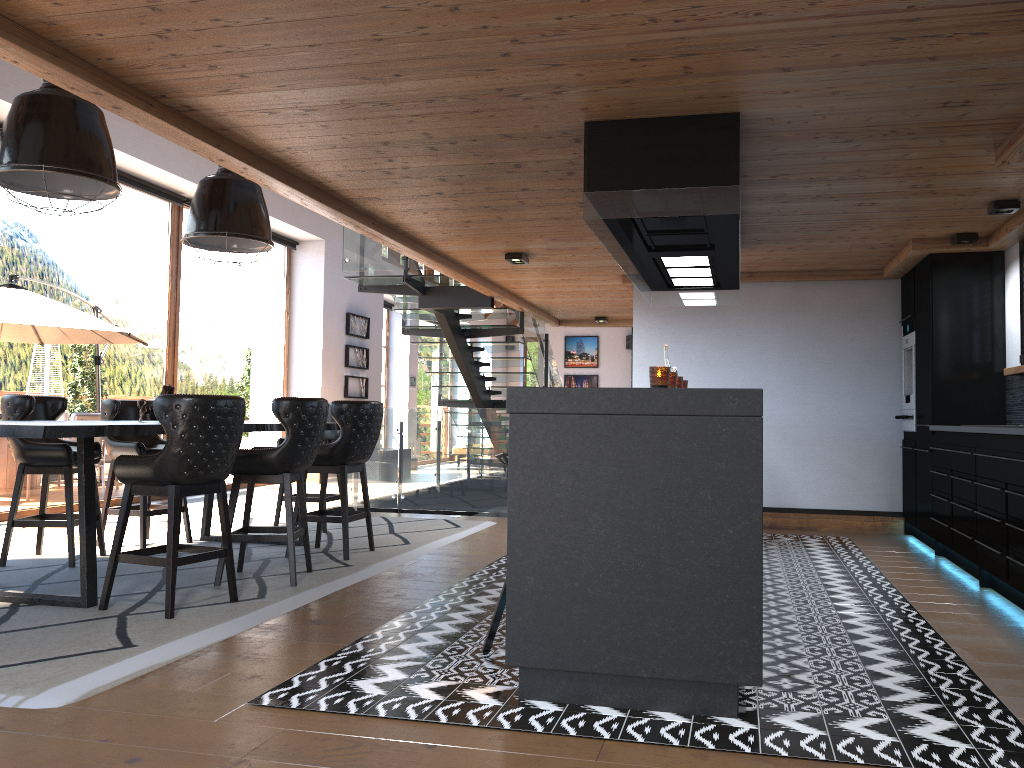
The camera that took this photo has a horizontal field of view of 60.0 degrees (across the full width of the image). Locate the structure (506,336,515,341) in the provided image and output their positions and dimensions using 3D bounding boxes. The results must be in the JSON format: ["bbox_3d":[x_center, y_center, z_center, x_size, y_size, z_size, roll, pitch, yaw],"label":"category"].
[{"bbox_3d":[-0.042,-1.062,22.957,0.212,0.350,0.214,0,-3,14],"label":"structure"}]

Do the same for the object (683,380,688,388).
[{"bbox_3d":[0.810,0.023,4.283,0.080,0.081,0.078,2,-3,-31],"label":"object"}]

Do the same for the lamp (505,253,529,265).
[{"bbox_3d":[0.044,-1.080,7.599,0.154,0.068,0.262,0,-2,14],"label":"lamp"}]

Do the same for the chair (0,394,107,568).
[{"bbox_3d":[-3.003,0.619,5.747,0.569,1.093,0.503,1,-3,-2],"label":"chair"}]

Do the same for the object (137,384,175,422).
[{"bbox_3d":[-2.283,0.124,5.683,0.223,0.254,0.115,2,-3,-24],"label":"object"}]

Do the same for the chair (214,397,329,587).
[{"bbox_3d":[-1.395,0.625,5.275,0.569,1.093,0.503,1,-3,-2],"label":"chair"}]

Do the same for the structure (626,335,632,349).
[{"bbox_3d":[2.960,-1.044,22.251,0.212,0.350,0.214,0,-3,14],"label":"structure"}]

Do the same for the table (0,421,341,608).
[{"bbox_3d":[-2.176,0.720,5.674,1.421,0.950,3.815,0,-2,14],"label":"table"}]

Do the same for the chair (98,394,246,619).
[{"bbox_3d":[-1.663,0.601,4.492,0.563,1.093,0.508,0,-3,23],"label":"chair"}]

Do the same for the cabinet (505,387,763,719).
[{"bbox_3d":[1.003,0.660,5.373,0.884,1.104,4.824,0,-2,14],"label":"cabinet"}]

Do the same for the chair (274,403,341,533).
[{"bbox_3d":[-1.699,0.708,7.624,0.501,1.093,0.571,0,-3,13],"label":"chair"}]

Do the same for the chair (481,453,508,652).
[{"bbox_3d":[0.169,0.725,3.965,0.466,0.840,0.541,0,-3,15],"label":"chair"}]

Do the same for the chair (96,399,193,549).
[{"bbox_3d":[-2.735,0.661,6.529,0.563,1.093,0.508,0,-3,23],"label":"chair"}]

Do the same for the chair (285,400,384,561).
[{"bbox_3d":[-1.201,0.663,6.223,0.565,1.093,0.506,0,-3,13],"label":"chair"}]

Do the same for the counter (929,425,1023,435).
[{"bbox_3d":[3.110,0.283,5.434,0.528,0.040,2.580,0,-2,14],"label":"counter"}]

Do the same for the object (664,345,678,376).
[{"bbox_3d":[1.176,-0.068,6.685,0.225,0.453,0.226,0,-3,14],"label":"object"}]

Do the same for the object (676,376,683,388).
[{"bbox_3d":[0.719,0.008,3.926,0.080,0.081,0.078,2,-3,-31],"label":"object"}]

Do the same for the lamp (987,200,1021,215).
[{"bbox_3d":[3.078,-1.113,5.548,0.154,0.068,0.153,0,-2,14],"label":"lamp"}]

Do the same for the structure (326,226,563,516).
[{"bbox_3d":[-2.640,0.995,11.281,9.160,6.403,11.079,0,-2,14],"label":"structure"}]

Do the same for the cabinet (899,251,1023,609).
[{"bbox_3d":[2.949,0.029,4.818,0.540,2.382,6.461,0,-2,14],"label":"cabinet"}]

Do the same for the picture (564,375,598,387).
[{"bbox_3d":[1.754,0.178,22.548,0.874,0.816,0.036,0,-3,13],"label":"picture"}]

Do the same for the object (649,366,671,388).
[{"bbox_3d":[0.535,-0.021,3.214,0.080,0.081,0.078,2,-3,-31],"label":"object"}]

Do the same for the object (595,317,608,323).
[{"bbox_3d":[1.234,-0.891,12.211,0.154,0.068,0.262,0,-2,14],"label":"object"}]

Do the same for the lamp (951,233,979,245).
[{"bbox_3d":[3.326,-1.073,6.509,0.154,0.068,0.153,0,-2,14],"label":"lamp"}]

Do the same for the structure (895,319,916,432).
[{"bbox_3d":[3.499,-0.060,7.693,0.254,0.946,0.600,0,-3,14],"label":"structure"}]

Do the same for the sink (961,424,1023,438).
[{"bbox_3d":[3.081,0.129,5.366,0.460,0.421,0.967,0,-2,14],"label":"sink"}]

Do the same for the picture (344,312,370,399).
[{"bbox_3d":[-2.438,-0.430,13.977,0.059,1.313,0.778,0,-3,14],"label":"picture"}]

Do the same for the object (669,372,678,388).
[{"bbox_3d":[0.627,-0.006,3.570,0.080,0.081,0.078,2,-3,-31],"label":"object"}]

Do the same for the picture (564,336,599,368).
[{"bbox_3d":[1.769,-0.816,22.599,0.874,0.816,0.036,0,-3,13],"label":"picture"}]

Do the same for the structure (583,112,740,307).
[{"bbox_3d":[1.085,-0.936,5.634,0.707,0.476,3.266,0,-2,14],"label":"structure"}]

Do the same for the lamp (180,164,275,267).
[{"bbox_3d":[-1.945,-3.173,6.294,0.628,4.688,0.614,3,-3,-31],"label":"lamp"}]

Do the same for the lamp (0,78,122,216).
[{"bbox_3d":[-2.344,-3.237,4.746,0.628,4.688,0.614,3,-3,-31],"label":"lamp"}]

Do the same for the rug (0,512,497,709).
[{"bbox_3d":[-2.043,1.187,5.951,2.537,0.047,5.659,0,-2,14],"label":"rug"}]
